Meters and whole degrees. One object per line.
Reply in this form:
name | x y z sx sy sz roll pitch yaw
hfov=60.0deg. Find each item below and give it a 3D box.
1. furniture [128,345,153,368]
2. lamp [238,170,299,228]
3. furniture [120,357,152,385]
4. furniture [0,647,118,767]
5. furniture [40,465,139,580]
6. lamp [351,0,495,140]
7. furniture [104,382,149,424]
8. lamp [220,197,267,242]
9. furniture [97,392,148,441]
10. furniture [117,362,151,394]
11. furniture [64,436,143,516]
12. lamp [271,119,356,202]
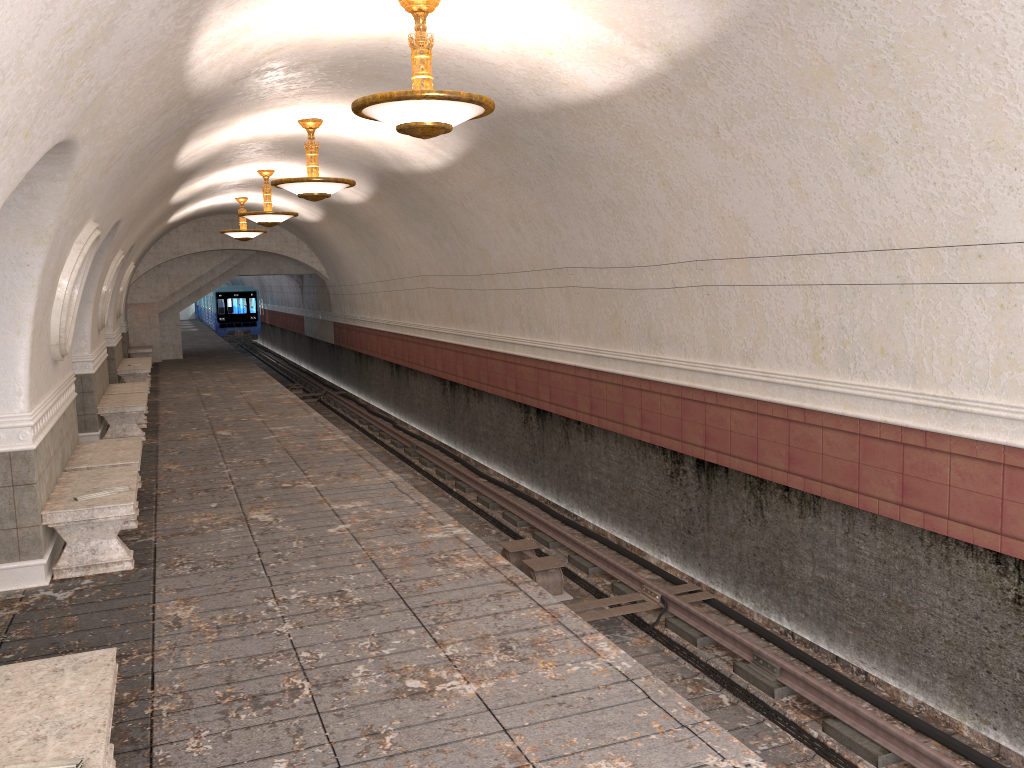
furniture | -10.033 -0.734 24.002 0.613 0.508 1.509 -4 7 -21
lamp | -4.179 -3.156 15.155 1.008 0.955 1.008 -2 7 -5
furniture | -8.335 -0.279 19.729 0.613 0.508 1.509 -4 7 -21
furniture | -1.724 1.492 3.089 0.613 0.508 1.509 -4 7 -21
furniture | -3.314 1.066 7.091 0.613 0.508 1.509 -4 7 -21
lamp | -0.630 -2.205 6.223 1.008 0.955 1.008 -7 8 -37
furniture | -6.144 0.308 14.215 0.613 0.508 1.509 -4 7 -21
lamp | -5.954 -3.632 19.622 1.008 0.955 1.008 1 7 24
furniture | -5.527 0.473 12.660 0.613 0.508 1.509 -4 7 -21
furniture | -7.718 -0.114 18.174 0.613 0.508 1.509 -4 7 -21
furniture | -3.932 0.901 8.646 0.613 0.508 1.509 -4 7 -21
lamp | -2.405 -2.681 10.690 1.008 0.955 1.008 -2 7 -5
